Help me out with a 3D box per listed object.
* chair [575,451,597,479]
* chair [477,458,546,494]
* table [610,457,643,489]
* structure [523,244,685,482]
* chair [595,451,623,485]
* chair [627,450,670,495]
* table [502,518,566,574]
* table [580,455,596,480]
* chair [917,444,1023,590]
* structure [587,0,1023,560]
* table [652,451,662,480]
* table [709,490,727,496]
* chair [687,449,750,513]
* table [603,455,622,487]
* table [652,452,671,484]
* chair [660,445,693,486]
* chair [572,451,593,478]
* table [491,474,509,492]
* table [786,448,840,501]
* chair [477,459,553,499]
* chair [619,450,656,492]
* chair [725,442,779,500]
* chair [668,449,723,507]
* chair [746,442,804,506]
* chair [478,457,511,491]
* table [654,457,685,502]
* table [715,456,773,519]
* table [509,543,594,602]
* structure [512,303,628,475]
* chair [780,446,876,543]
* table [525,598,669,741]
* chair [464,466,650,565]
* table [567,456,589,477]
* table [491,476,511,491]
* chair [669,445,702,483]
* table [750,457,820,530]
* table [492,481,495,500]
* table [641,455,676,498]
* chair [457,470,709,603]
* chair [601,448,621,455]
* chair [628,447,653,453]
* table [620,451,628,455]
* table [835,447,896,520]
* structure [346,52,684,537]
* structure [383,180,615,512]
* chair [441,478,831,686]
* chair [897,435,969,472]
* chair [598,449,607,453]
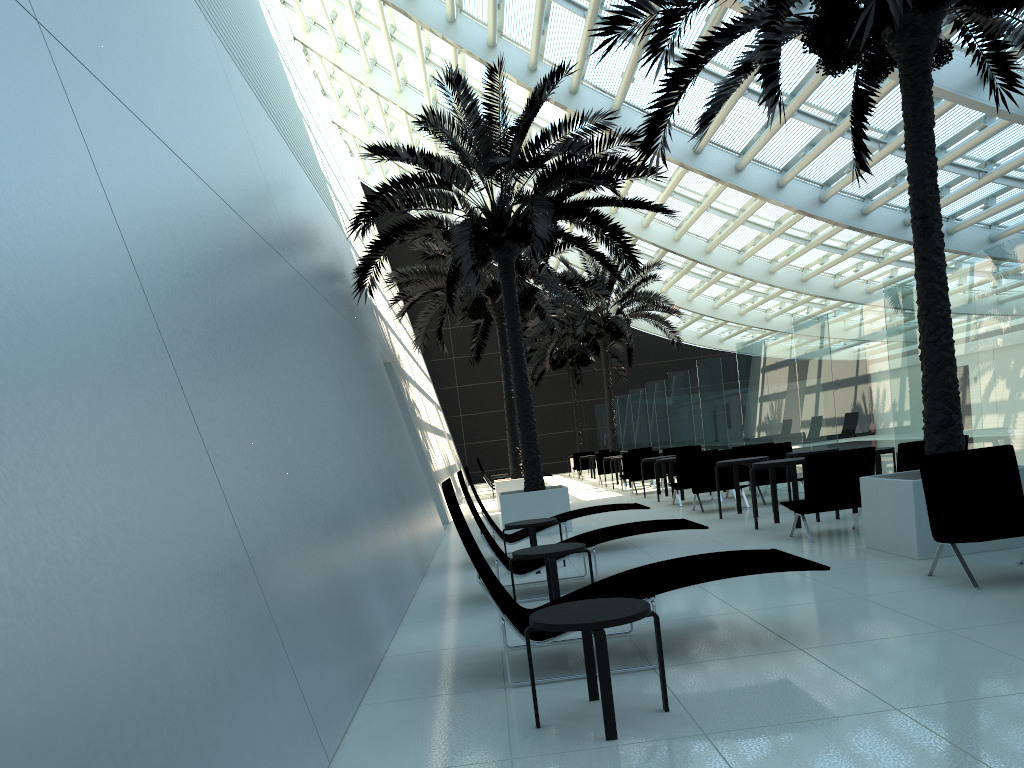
[{"bbox_3d":[2.606,2.796,30.105,0.716,0.894,0.883,-7,1,-2],"label":"chair"},{"bbox_3d":[0.012,2.746,27.088,2.035,1.166,0.916,-7,2,-1],"label":"chair"},{"bbox_3d":[2.857,2.189,21.700,0.685,0.786,0.669,-5,2,41],"label":"table"},{"bbox_3d":[2.775,-0.585,26.281,4.807,7.072,4.421,-7,3,-8],"label":"structure"},{"bbox_3d":[2.782,2.346,24.406,0.716,0.894,0.883,-7,1,-2],"label":"chair"},{"bbox_3d":[2.954,1.904,18.816,0.716,0.894,0.883,-7,1,-2],"label":"chair"},{"bbox_3d":[0.226,1.699,9.163,0.559,0.520,0.546,-6,1,41],"label":"table"},{"bbox_3d":[2.646,2.750,28.807,0.685,0.786,0.669,-6,2,37],"label":"table"},{"bbox_3d":[3.352,0.885,5.935,0.716,0.894,0.883,-7,1,-2],"label":"chair"},{"bbox_3d":[3.372,-2.101,7.112,4.849,7.072,4.382,-6,3,17],"label":"structure"},{"bbox_3d":[3.783,2.185,23.150,0.685,0.786,0.669,-6,2,37],"label":"table"},{"bbox_3d":[3.993,1.626,16.066,0.685,0.786,0.669,-5,2,41],"label":"table"},{"bbox_3d":[3.129,1.456,13.154,0.716,0.894,0.883,-7,1,-2],"label":"chair"},{"bbox_3d":[2.821,2.302,23.133,0.685,0.786,0.669,-6,2,37],"label":"table"},{"bbox_3d":[3.819,2.072,21.716,0.685,0.786,0.669,-5,2,41],"label":"table"},{"bbox_3d":[3.841,1.924,20.532,0.716,0.894,0.883,-7,1,-2],"label":"chair"},{"bbox_3d":[2.568,2.929,31.805,0.716,0.894,0.883,-7,1,-2],"label":"chair"},{"bbox_3d":[-0.374,3.236,28.608,0.559,0.520,0.546,-6,1,41],"label":"table"},{"bbox_3d":[4.131,1.294,11.884,0.685,0.786,0.669,-6,2,37],"label":"table"},{"bbox_3d":[0.092,2.543,24.513,2.035,1.166,0.916,-7,2,-1],"label":"chair"},{"bbox_3d":[2.916,2.036,20.516,0.716,0.894,0.883,-7,1,-2],"label":"chair"},{"bbox_3d":[4.016,1.477,14.882,0.716,0.894,0.883,-7,1,-2],"label":"chair"},{"bbox_3d":[3.091,1.590,14.866,0.716,0.894,0.883,-7,1,-2],"label":"chair"},{"bbox_3d":[4.054,1.344,13.170,0.716,0.894,0.883,-7,1,-2],"label":"chair"},{"bbox_3d":[-0.070,2.956,29.744,2.035,1.166,0.916,-7,2,-1],"label":"chair"},{"bbox_3d":[3.031,1.743,16.050,0.685,0.786,0.669,-5,2,41],"label":"table"},{"bbox_3d":[3.169,1.411,11.868,0.685,0.786,0.669,-6,2,37],"label":"table"},{"bbox_3d":[0.305,1.496,6.587,0.559,0.520,0.546,-6,1,41],"label":"table"},{"bbox_3d":[2.550,0.056,34.436,4.415,7.070,4.817,-8,3,-23],"label":"structure"},{"bbox_3d":[3.270,1.131,9.065,0.716,0.894,0.883,-7,1,-2],"label":"chair"},{"bbox_3d":[0.385,1.292,4.012,0.559,0.520,0.546,-6,1,41],"label":"table"},{"bbox_3d":[0.530,1.419,10.299,2.035,1.166,0.916,-7,2,-1],"label":"chair"},{"bbox_3d":[2.508,3.082,32.989,0.670,0.786,0.685,-9,2,-44],"label":"table"},{"bbox_3d":[-0.292,3.026,25.952,0.559,0.520,0.546,-6,1,41],"label":"table"},{"bbox_3d":[3.880,1.791,18.833,0.716,0.894,0.883,-7,1,-2],"label":"chair"},{"bbox_3d":[3.210,1.284,10.248,0.685,0.786,0.669,-5,2,41],"label":"table"},{"bbox_3d":[-0.213,2.823,23.376,0.559,0.520,0.546,-7,1,37],"label":"table"},{"bbox_3d":[2.995,1.858,17.518,0.685,0.786,0.669,-6,2,37],"label":"table"},{"bbox_3d":[0.610,1.216,7.724,2.035,1.166,0.916,-7,2,-1],"label":"chair"},{"bbox_3d":[3.531,2.683,30.122,0.716,0.894,0.883,-7,1,-2],"label":"chair"},{"bbox_3d":[3.707,2.233,24.423,0.716,0.894,0.883,-7,1,-2],"label":"chair"},{"bbox_3d":[3.608,2.633,28.824,0.685,0.786,0.669,-6,2,37],"label":"table"},{"bbox_3d":[4.172,1.167,10.265,0.685,0.786,0.669,-5,2,41],"label":"table"},{"bbox_3d":[0.072,-1.174,12.793,4.598,6.884,4.284,-8,3,-23],"label":"structure"},{"bbox_3d":[-0.321,-0.705,18.795,4.321,6.944,4.559,-5,4,32],"label":"structure"},{"bbox_3d":[0.689,1.012,5.148,2.035,1.166,0.916,-7,2,-1],"label":"chair"},{"bbox_3d":[4.195,1.019,9.081,0.716,0.894,0.883,-7,1,-2],"label":"chair"},{"bbox_3d":[3.493,2.816,31.822,0.716,0.894,0.883,-7,1,-2],"label":"chair"}]
